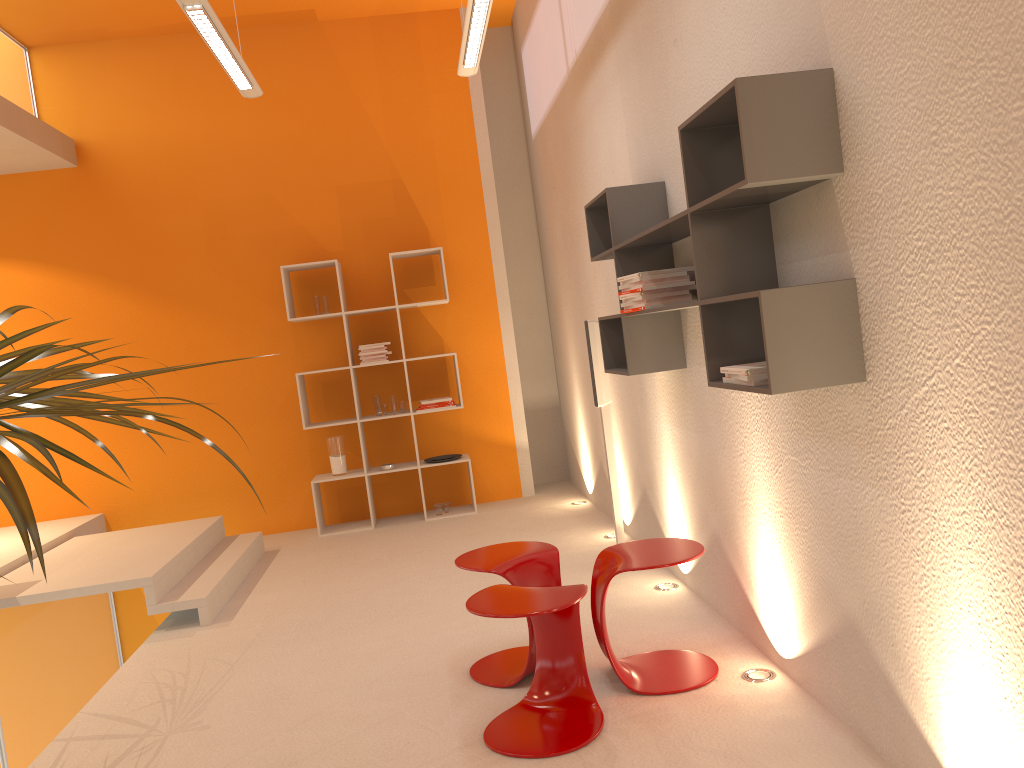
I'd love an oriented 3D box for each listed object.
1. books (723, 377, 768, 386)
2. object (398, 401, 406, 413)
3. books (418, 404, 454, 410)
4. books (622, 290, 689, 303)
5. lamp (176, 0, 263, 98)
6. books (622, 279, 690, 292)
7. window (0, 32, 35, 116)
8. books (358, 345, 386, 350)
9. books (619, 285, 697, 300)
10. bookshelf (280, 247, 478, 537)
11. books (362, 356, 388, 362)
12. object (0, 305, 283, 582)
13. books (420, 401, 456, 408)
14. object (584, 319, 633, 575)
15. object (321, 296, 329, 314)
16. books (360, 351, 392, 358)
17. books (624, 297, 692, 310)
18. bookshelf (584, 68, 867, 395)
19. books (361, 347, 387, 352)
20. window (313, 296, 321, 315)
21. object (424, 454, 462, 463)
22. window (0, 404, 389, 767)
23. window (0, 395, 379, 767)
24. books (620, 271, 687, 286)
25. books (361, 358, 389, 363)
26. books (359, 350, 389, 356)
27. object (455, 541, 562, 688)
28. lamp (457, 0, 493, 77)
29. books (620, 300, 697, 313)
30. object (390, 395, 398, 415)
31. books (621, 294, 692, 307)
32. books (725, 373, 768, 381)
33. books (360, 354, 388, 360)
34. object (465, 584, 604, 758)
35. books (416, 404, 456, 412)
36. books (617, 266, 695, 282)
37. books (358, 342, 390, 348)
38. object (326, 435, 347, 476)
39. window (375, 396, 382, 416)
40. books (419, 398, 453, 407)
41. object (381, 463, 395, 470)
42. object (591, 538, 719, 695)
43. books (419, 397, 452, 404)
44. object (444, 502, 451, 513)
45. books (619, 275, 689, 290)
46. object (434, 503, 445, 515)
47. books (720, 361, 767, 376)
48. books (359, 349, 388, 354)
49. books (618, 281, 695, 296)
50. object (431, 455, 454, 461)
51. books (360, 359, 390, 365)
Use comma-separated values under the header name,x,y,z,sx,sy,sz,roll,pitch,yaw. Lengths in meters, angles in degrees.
name,x,y,z,sx,sy,sz,roll,pitch,yaw
books,0.728,-0.019,2.500,0.190,0.015,0.254,-8,3,-5
object,0.583,1.910,3.146,0.190,3.502,7.694,-8,3,-17
books,-0.570,0.168,6.677,0.268,0.011,0.190,-8,3,-4
books,0.563,-0.344,3.499,0.190,0.015,0.254,-8,3,-9
lamp,-1.365,-2.067,3.411,0.120,1.052,3.195,-8,3,-6
books,0.562,-0.387,3.495,0.190,0.011,0.268,-8,3,-9
window,-3.449,-2.095,5.619,0.006,0.660,1.860,-8,3,-6
books,-1.046,-0.274,6.660,0.190,0.015,0.254,-8,3,-4
books,0.574,-0.361,3.497,0.230,0.017,0.227,-8,3,-16
bookshelf,0.096,1.266,5.949,3.516,4.600,1.107,-5,4,42
books,-1.033,-0.189,6.673,0.190,0.015,0.254,-8,3,-10
object,-1.977,0.602,1.752,3.098,2.600,3.241,-7,3,2
books,-0.562,0.153,6.679,0.254,0.015,0.190,-8,3,-10
object,0.486,0.322,4.582,0.116,1.317,0.111,-8,3,-9
object,-1.695,2.281,3.402,0.351,5.384,6.779,-7,3,14
books,-1.026,-0.221,6.661,0.230,0.017,0.227,-8,3,-11
books,0.571,-0.316,3.499,0.190,0.011,0.268,-8,3,-9
bookshelf,0.755,0.282,2.567,0.322,2.145,3.370,-8,3,-4
books,-1.042,-0.260,6.669,0.190,0.015,0.254,-8,3,-10
window,-1.802,2.342,2.408,0.481,5.399,8.922,-7,3,7
object,-0.523,0.570,6.744,0.294,0.020,0.294,-5,4,34
window,-1.697,2.573,5.996,2.294,4.526,1.860,-8,3,-6
window,-2.058,2.628,5.172,0.993,4.599,4.234,-6,3,26
books,0.554,-0.414,3.495,0.190,0.015,0.254,-8,3,-9
books,-1.029,-0.176,6.664,0.190,0.011,0.268,-8,3,-4
books,-1.036,-0.234,6.657,0.210,0.013,0.296,-8,3,-6
object,0.011,0.883,3.444,0.391,0.450,0.420,-10,4,-36
lamp,-0.153,-2.231,3.534,0.120,1.052,3.195,-8,3,-6
books,0.573,-0.304,3.496,0.210,0.013,0.297,-8,3,-11
object,-1.725,2.707,3.255,0.870,4.604,7.392,-6,3,25
books,0.566,-0.330,3.508,0.190,0.015,0.254,-8,3,-15
books,0.723,-0.033,2.492,0.190,0.015,0.254,-7,3,1
books,-1.037,-0.203,6.664,0.190,0.015,0.254,-8,3,-4
object,0.081,0.904,2.898,0.391,0.450,0.420,-6,3,24
books,-0.572,0.180,6.678,0.296,0.013,0.210,-8,3,-6
books,0.565,-0.432,3.493,0.230,0.017,0.227,-8,3,-16
books,-1.035,-0.291,6.657,0.230,0.017,0.227,-8,3,-11
object,-1.314,0.540,6.670,0.129,0.291,0.129,-6,3,22
window,-2.103,1.109,3.570,0.908,1.393,6.719,-7,3,14
books,-0.572,0.139,6.680,0.254,0.015,0.190,-8,3,-4
object,-0.931,0.621,6.646,0.105,0.035,0.106,-5,4,38
object,0.510,0.831,3.219,0.420,0.450,0.391,-8,3,-6
books,-0.576,0.124,6.666,0.227,0.017,0.230,-8,3,-11
object,0.999,2.418,0.417,0.102,2.685,13.193,-8,3,-11
books,0.557,-0.400,3.504,0.190,0.015,0.254,-8,3,-15
object,0.841,2.364,1.719,0.129,2.692,10.507,-8,3,-13
books,0.734,-0.051,2.488,0.230,0.017,0.227,-8,3,-6
books,-1.038,-0.246,6.660,0.190,0.011,0.268,-8,3,-4
books,0.564,-0.375,3.492,0.210,0.013,0.297,-8,3,-11
object,-0.526,0.568,6.747,0.178,0.020,0.178,-7,3,11
books,-1.027,-0.164,6.661,0.210,0.013,0.296,-8,3,-6
